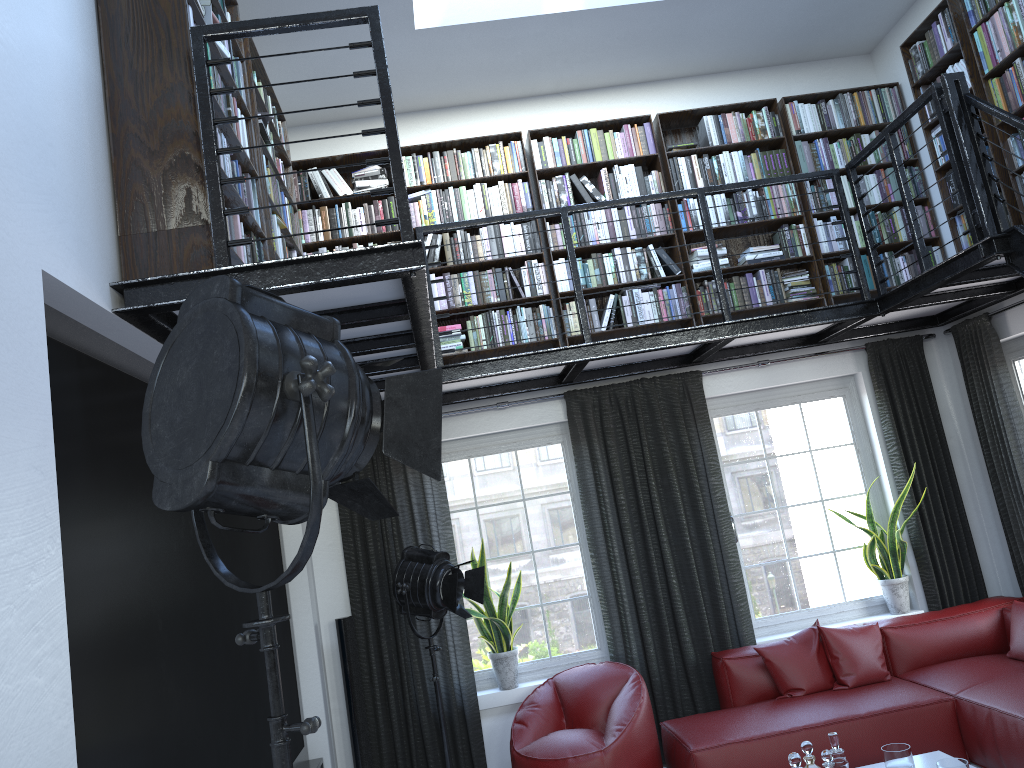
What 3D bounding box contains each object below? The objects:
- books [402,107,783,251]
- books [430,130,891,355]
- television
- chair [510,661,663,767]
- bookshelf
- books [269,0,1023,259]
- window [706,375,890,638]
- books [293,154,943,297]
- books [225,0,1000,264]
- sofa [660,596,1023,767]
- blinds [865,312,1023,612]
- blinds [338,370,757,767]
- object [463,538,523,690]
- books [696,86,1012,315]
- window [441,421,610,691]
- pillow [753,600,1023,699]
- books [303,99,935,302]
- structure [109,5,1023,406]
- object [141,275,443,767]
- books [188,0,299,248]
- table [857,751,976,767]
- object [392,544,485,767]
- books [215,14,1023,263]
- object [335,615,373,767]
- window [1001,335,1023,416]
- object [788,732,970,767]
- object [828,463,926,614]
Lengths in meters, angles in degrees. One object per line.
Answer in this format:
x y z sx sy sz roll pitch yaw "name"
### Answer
0.595 -1.321 6.051 2.638 0.833 0.212 -9 -11 -5 "books"
1.039 -0.953 6.009 3.394 1.130 0.238 -9 -11 -6 "books"
-1.165 1.179 3.607 0.117 2.443 3.329 -9 -9 -5 "television"
0.398 2.005 4.954 0.830 0.716 0.825 -1 -13 -43 "chair"
0.754 -1.192 4.638 4.478 1.627 3.067 -9 -9 -5 "bookshelf"
0.756 -1.242 4.781 4.386 1.414 1.161 -9 -10 -5 "books"
1.954 0.807 6.005 1.168 1.616 0.132 -9 -11 -5 "window"
0.649 -1.033 5.983 4.444 1.406 0.240 -9 -11 -5 "books"
0.774 -1.326 4.252 4.380 1.418 2.189 -9 -9 -6 "books"
2.167 1.595 4.001 2.543 0.660 3.257 -9 -9 -6 "sofa"
3.143 0.682 5.182 0.528 2.396 1.735 -5 -11 -23 "blinds"
0.234 1.249 5.588 2.509 2.402 0.124 -9 -11 -5 "blinds"
-0.205 1.437 5.478 0.553 0.946 0.522 -11 -10 5 "object"
0.662 -1.123 5.512 4.437 1.439 1.276 -9 -10 -4 "books"
-0.020 1.119 5.813 1.168 1.616 0.132 -9 -11 -5 "window"
2.483 1.447 4.990 1.946 0.404 0.982 -16 -11 36 "pillow"
0.647 -1.044 5.990 4.438 1.421 0.225 -9 -11 -6 "books"
1.076 0.310 3.582 4.491 3.376 4.583 -9 -9 -5 "structure"
-0.298 0.599 1.429 0.607 1.589 0.544 -18 -13 38 "object"
-1.285 -1.015 4.030 0.315 1.432 2.191 -9 -9 -5 "books"
1.239 1.872 3.480 1.666 0.245 1.157 -9 -9 -5 "table"
0.618 1.568 5.301 2.909 1.589 0.747 -6 -11 -21 "object"
0.767 -1.146 4.523 4.338 1.147 1.587 -9 -9 -6 "books"
-0.928 2.013 5.258 0.157 1.229 0.156 -12 -11 10 "object"
3.364 0.427 5.108 0.133 1.616 1.158 -9 -10 -5 "window"
1.359 1.615 3.734 1.009 0.296 0.509 -9 -9 -2 "object"
2.420 1.019 5.710 0.554 0.946 0.521 -7 -11 -16 "object"
